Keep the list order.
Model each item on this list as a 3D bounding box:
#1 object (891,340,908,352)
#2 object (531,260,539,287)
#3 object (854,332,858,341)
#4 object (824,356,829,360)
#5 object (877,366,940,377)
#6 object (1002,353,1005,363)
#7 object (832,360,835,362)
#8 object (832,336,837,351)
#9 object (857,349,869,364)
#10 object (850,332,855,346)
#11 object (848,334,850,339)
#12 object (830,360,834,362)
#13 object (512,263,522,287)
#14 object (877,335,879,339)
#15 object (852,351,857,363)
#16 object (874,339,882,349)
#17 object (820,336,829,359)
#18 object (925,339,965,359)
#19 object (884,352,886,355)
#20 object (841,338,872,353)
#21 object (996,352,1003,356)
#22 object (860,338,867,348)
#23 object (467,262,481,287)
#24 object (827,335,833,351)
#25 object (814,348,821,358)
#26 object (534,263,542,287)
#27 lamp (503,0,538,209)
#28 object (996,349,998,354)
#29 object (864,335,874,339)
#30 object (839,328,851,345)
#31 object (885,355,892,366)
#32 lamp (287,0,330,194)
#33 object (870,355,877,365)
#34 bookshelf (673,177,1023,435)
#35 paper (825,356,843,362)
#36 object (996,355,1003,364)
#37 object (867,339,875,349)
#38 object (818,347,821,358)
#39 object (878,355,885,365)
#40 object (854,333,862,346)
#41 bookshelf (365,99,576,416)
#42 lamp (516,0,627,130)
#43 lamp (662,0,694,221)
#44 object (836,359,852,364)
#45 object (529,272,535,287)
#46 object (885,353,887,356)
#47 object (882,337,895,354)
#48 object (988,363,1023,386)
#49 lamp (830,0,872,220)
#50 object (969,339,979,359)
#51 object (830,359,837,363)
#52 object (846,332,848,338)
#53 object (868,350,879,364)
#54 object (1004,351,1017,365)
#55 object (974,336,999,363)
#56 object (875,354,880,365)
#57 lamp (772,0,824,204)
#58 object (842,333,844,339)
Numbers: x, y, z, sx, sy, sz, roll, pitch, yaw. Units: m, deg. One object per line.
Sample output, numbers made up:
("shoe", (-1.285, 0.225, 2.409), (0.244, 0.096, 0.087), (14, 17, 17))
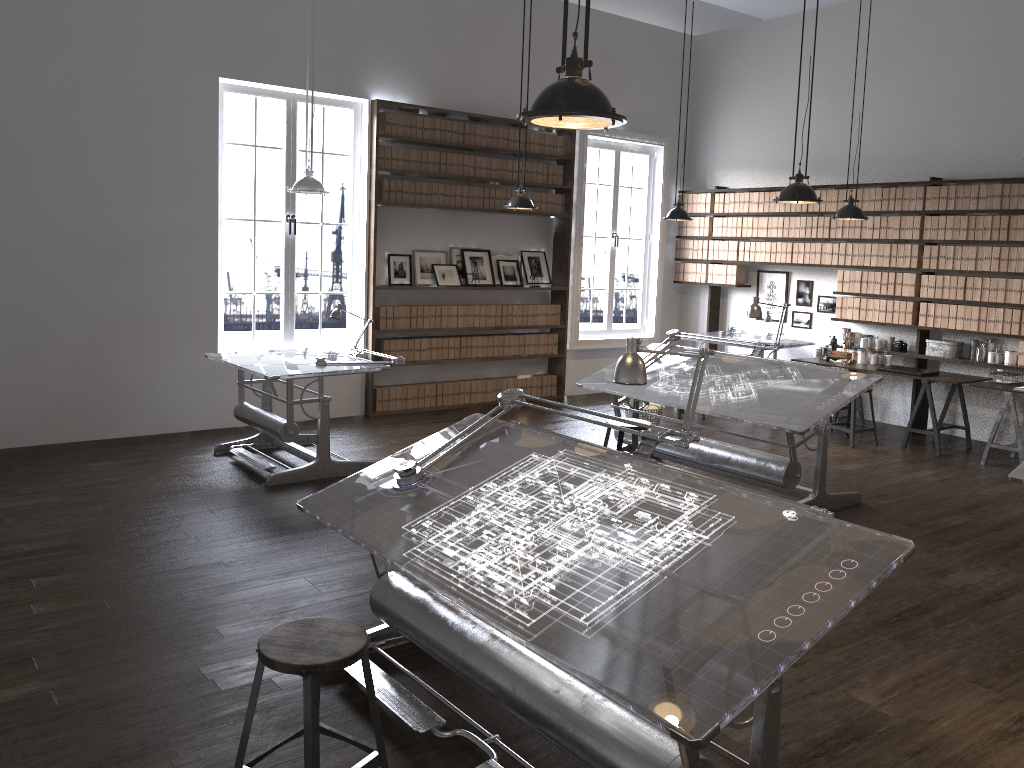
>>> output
("object", (3.793, -0.374, 8.702), (0.091, 0.108, 0.171), (-3, 9, -37))
("object", (0.251, -1.208, 9.686), (0.118, 0.302, 0.040), (-3, 7, -37))
("object", (3.570, -0.468, 9.171), (0.072, 0.128, 0.071), (3, 7, 9))
("object", (3.179, -0.264, 8.941), (0.049, 0.037, 0.049), (-4, 10, -41))
("object", (3.633, -0.119, 8.132), (0.312, 0.033, 0.448), (-4, 11, -37))
("object", (4.426, -0.227, 7.951), (0.044, 0.100, 0.045), (-2, 8, -35))
("object", (3.184, -0.227, 8.773), (0.006, 0.006, 0.157), (7, 10, 31))
("object", (3.297, -0.378, 9.083), (0.068, 0.228, 0.069), (-3, 8, -40))
("object", (3.462, -0.272, 8.742), (0.104, 0.141, 0.105), (-5, 10, -45))
("object", (3.508, -0.467, 9.147), (0.051, 0.139, 0.050), (-3, 8, -40))
("object", (3.358, -0.417, 8.882), (0.006, 0.192, 0.055), (-2, 8, -38))
("object", (3.181, -0.226, 8.793), (0.005, 0.005, 0.158), (2, 9, -3))
("object", (0.055, -1.170, 9.528), (0.124, 0.259, 0.040), (-3, 8, -37))
("object", (3.687, -0.426, 8.944), (0.004, 0.133, 0.030), (1, 6, -16))
("object", (3.390, -0.265, 8.772), (0.049, 0.111, 0.050), (-3, 8, -41))
("object", (3.671, -0.398, 8.883), (0.062, 0.094, 0.062), (7, 8, 38))
("object", (3.173, -0.368, 8.988), (0.068, 0.228, 0.069), (-3, 8, -40))
("object", (4.090, -0.334, 8.378), (0.193, 0.151, 0.318), (-4, 10, -38))
("object", (3.652, -0.261, 8.705), (0.005, 0.117, 0.036), (-3, 8, -43))
("object", (3.480, -0.389, 8.928), (0.345, 0.145, 0.077), (0, 7, -15))
("object", (4.410, -0.236, 8.006), (0.062, 0.093, 0.063), (4, 7, 14))
("object", (3.561, -0.414, 8.965), (0.062, 0.094, 0.062), (7, 8, 38))
("object", (-0.397, -1.133, 9.167), (0.175, 0.259, 0.040), (-3, 8, -37))
("object", (3.230, -0.377, 9.031), (0.068, 0.236, 0.069), (-3, 8, -40))
("object", (3.118, -0.316, 9.042), (0.068, 0.104, 0.069), (-2, 8, -33))
("object", (0.288, -1.196, 9.752), (0.111, 0.260, 0.040), (-3, 8, -37))
("lamp", (0.114, -2.673, 7.759), (0.311, 2.241, 0.313), (6, 7, 32))
("object", (4.362, -0.253, 7.949), (0.041, 0.124, 0.008), (7, 8, 41))
("object", (3.642, -0.436, 9.042), (0.094, 0.127, 0.095), (1, 7, -7))
("object", (3.432, -0.485, 9.128), (0.108, 0.176, 0.107), (-3, 8, -36))
("object", (3.674, -0.230, 8.641), (0.062, 0.094, 0.062), (3, 7, 11))
("lamp", (-1.485, -2.546, 6.532), (0.311, 2.241, 0.313), (6, 7, 32))
("object", (3.539, -0.239, 8.665), (0.062, 0.094, 0.062), (2, 7, 3))
("bookshelf", (4.896, -0.169, 7.432), (0.374, 3.189, 9.221), (-2, 9, -37))
("paper", (3.197, -0.244, 8.816), (0.155, 0.038, 0.138), (9, 11, 37))
("object", (4.423, -0.225, 7.962), (0.181, 0.093, 0.062), (-1, 8, -24))
("object", (3.615, -0.405, 8.919), (0.063, 0.093, 0.063), (7, 8, 38))
("object", (3.174, -0.322, 9.096), (0.069, 0.103, 0.070), (-4, 9, -42))
("object", (3.607, -0.233, 8.648), (0.062, 0.093, 0.063), (4, 7, 11))
("object", (3.553, -0.457, 9.093), (0.070, 0.130, 0.070), (2, 6, 0))
("bookshelf", (-0.469, -0.918, 9.336), (2.476, 3.704, 0.414), (-3, 8, -37))
("lamp", (0.210, -1.851, 2.390), (0.311, 2.241, 0.313), (6, 7, 32))
("lamp", (1.748, -2.802, 9.001), (0.311, 2.241, 0.313), (6, 7, 32))
("object", (3.259, -0.227, 8.698), (0.132, 0.050, 0.198), (1, 9, -8))
("object", (0.222, -1.131, 9.628), (0.066, 0.165, 0.040), (-3, 8, -37))
("object", (3.666, -0.254, 8.718), (0.004, 0.102, 0.035), (-4, 8, -45))
("object", (3.751, -0.385, 8.808), (0.107, 0.161, 0.237), (4, 8, 18))
("object", (4.273, -0.085, 7.644), (0.284, 0.160, 0.204), (-4, 10, -37))
("lamp", (2.932, -2.524, 7.468), (0.311, 2.241, 0.313), (6, 7, 32))
("object", (4.302, -0.318, 8.245), (0.079, 0.187, 0.079), (6, 7, 31))
("object", (3.185, -0.231, 8.780), (0.011, 0.017, 0.172), (1, 9, -6))
("object", (3.344, -0.422, 8.876), (0.007, 0.213, 0.055), (2, 6, -2))
("object", (3.576, -0.266, 8.770), (0.094, 0.127, 0.095), (-2, 8, -34))
("object", (4.436, -0.229, 7.881), (0.094, 0.127, 0.095), (-2, 8, -31))
("object", (4.328, -0.340, 8.081), (0.182, 0.270, 0.157), (7, 8, 36))
("object", (3.588, -0.243, 8.703), (0.044, 0.100, 0.045), (-3, 8, -38))
("lamp", (1.850, -2.264, 5.499), (0.312, 2.241, 0.312), (0, 6, -17))
("object", (3.343, -0.413, 8.895), (0.008, 0.185, 0.071), (-2, 7, -36))
